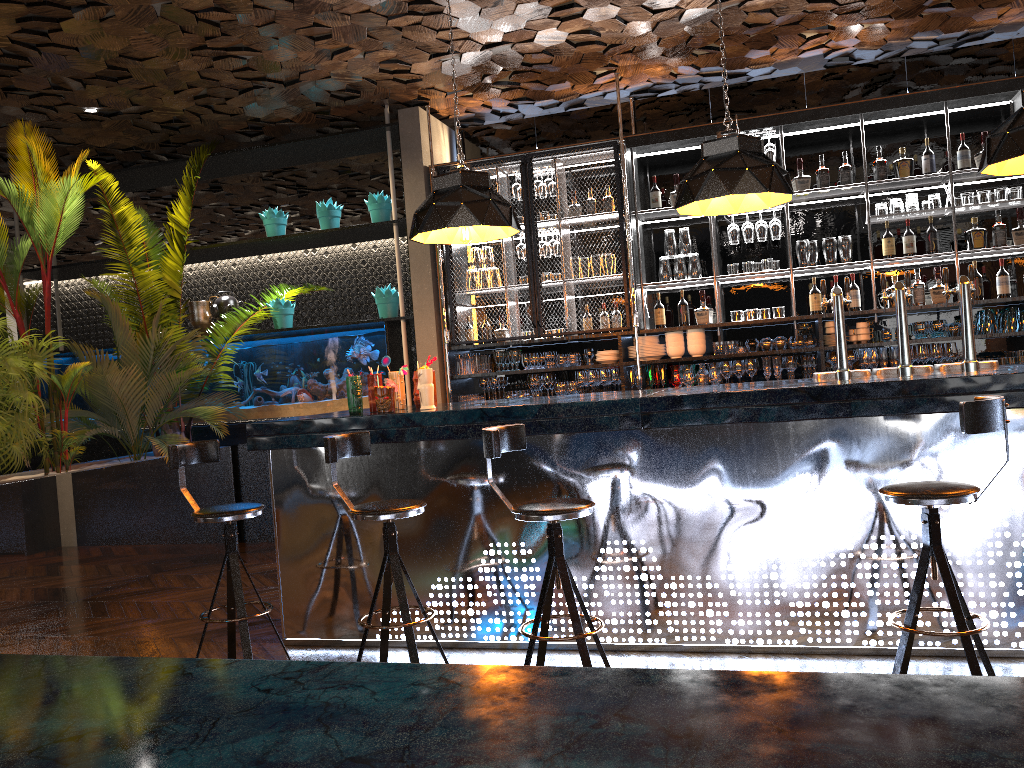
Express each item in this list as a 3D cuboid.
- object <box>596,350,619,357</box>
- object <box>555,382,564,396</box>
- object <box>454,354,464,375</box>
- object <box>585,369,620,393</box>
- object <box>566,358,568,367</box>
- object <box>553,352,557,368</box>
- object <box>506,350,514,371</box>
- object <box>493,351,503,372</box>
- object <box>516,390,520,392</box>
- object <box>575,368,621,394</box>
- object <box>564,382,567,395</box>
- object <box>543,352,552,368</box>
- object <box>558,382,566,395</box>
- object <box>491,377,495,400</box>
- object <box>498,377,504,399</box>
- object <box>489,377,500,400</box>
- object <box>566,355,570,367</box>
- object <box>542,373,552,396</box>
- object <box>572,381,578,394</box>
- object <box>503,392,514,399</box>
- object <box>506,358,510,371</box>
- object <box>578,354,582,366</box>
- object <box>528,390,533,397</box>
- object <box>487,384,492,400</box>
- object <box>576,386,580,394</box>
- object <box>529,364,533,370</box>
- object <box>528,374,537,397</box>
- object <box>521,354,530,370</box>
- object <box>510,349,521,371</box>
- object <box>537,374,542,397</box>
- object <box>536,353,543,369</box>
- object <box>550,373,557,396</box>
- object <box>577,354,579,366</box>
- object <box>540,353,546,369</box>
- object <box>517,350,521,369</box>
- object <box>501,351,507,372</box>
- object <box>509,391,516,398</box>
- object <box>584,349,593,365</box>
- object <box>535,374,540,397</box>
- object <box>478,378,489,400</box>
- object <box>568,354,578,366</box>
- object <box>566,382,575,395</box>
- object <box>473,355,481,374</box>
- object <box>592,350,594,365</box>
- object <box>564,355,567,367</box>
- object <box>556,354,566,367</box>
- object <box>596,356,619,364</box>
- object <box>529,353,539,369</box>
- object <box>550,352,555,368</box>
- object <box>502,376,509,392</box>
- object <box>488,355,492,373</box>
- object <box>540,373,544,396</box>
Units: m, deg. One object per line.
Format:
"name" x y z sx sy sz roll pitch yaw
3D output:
"object" 0.771 -0.235 7.076 0.209 0.060 0.211 -5 1 -29
"object" 0.384 0.062 7.180 0.074 0.146 0.065 -4 1 -7
"object" -0.443 -0.162 7.388 0.067 0.174 0.067 -4 1 25
"object" 0.759 -0.008 7.319 0.376 0.227 0.186 -4 1 15
"object" 0.443 -0.192 7.380 0.078 0.103 0.078 -5 1 -30
"object" 0.341 -0.198 7.319 0.074 0.131 0.074 -4 1 30
"object" 0.001 -0.192 7.317 0.087 0.170 0.087 -5 1 -23
"object" -0.108 -0.183 7.266 0.087 0.170 0.087 -5 1 -23
"object" 0.035 0.108 7.464 0.093 0.101 0.093 -4 1 3
"object" 0.703 -0.002 7.131 0.376 0.227 0.186 -4 1 15
"object" 0.439 0.056 7.373 0.074 0.146 0.065 -5 1 -44
"object" 0.289 -0.192 7.153 0.074 0.131 0.074 -4 1 30
"object" 0.412 0.059 7.280 0.065 0.146 0.074 -4 1 29
"object" -0.162 0.059 7.559 0.091 0.227 0.091 -4 1 20
"object" -0.106 0.057 7.395 0.091 0.227 0.091 -5 1 -20
"object" -0.138 0.060 7.297 0.091 0.227 0.091 -4 1 40
"object" 0.481 -0.191 7.184 0.078 0.099 0.078 -5 1 -16
"object" 0.291 0.027 7.242 0.088 0.229 0.077 -4 1 16
"object" 0.506 0.052 7.259 0.065 0.146 0.074 -4 1 40
"object" -0.027 0.115 7.263 0.093 0.101 0.093 -5 1 -15
"object" -0.040 -0.191 7.493 0.087 0.170 0.087 -5 1 -23
"object" 0.536 -0.197 7.352 0.078 0.099 0.078 -5 1 -16
"object" 0.135 0.100 7.431 0.093 0.101 0.093 -4 1 32
"object" -0.193 0.063 7.429 0.091 0.227 0.091 -5 1 -34
"object" 0.539 0.048 7.357 0.074 0.146 0.065 -4 1 39
"object" 0.158 -0.186 7.412 0.081 0.132 0.081 -5 1 -11
"object" 0.169 0.037 7.188 0.088 0.229 0.077 -4 1 30
"object" 0.116 -0.181 7.271 0.081 0.132 0.081 -5 1 -11
"object" 0.033 -0.193 7.212 0.087 0.170 0.087 -5 1 -23
"object" 0.216 0.032 7.354 0.077 0.229 0.088 -4 1 32
"object" 0.212 -0.189 7.314 0.081 0.132 0.081 -5 1 -11
"object" 0.330 0.023 7.359 0.088 0.229 0.077 -4 1 18
"object" 0.508 -0.194 7.273 0.078 0.099 0.078 -5 1 -16
"object" 0.253 -0.194 7.436 0.081 0.132 0.081 -5 1 -11
"object" 0.042 -0.197 7.456 0.087 0.170 0.087 -5 1 -23
"object" -0.074 -0.187 7.380 0.087 0.170 0.087 -5 1 -23
"object" 0.003 0.111 7.364 0.093 0.101 0.093 -5 1 -22
"object" 0.621 -0.217 7.143 0.074 0.131 0.074 -4 1 30
"object" 0.196 0.034 7.275 0.088 0.229 0.077 -5 1 -24
"object" -0.226 0.067 7.326 0.091 0.227 0.091 -5 1 -21
"object" 0.486 -0.190 7.088 0.078 0.099 0.078 -5 1 -16
"object" 0.476 0.055 7.157 0.074 0.146 0.065 -4 1 11
"object" -0.290 -0.162 7.335 0.051 0.152 0.058 -4 1 22
"object" 0.644 -0.221 7.321 0.074 0.131 0.074 -4 1 30
"object" 0.420 -0.189 7.298 0.078 0.103 0.078 -5 1 -30
"object" 0.393 -0.185 7.123 0.078 0.103 0.078 -5 1 -30
"object" 0.773 -0.194 7.077 0.211 0.060 0.209 -5 1 -24
"object" 0.181 -0.185 7.198 0.081 0.132 0.081 -5 1 -11
"object" 0.317 -0.195 7.235 0.074 0.131 0.074 -4 1 30
"object" -0.068 0.052 7.506 0.091 0.227 0.091 -5 1 -20
"object" -0.206 -0.171 7.619 0.051 0.152 0.058 -5 1 -22
"object" 0.244 0.028 7.443 0.077 0.229 0.088 -4 1 -9
